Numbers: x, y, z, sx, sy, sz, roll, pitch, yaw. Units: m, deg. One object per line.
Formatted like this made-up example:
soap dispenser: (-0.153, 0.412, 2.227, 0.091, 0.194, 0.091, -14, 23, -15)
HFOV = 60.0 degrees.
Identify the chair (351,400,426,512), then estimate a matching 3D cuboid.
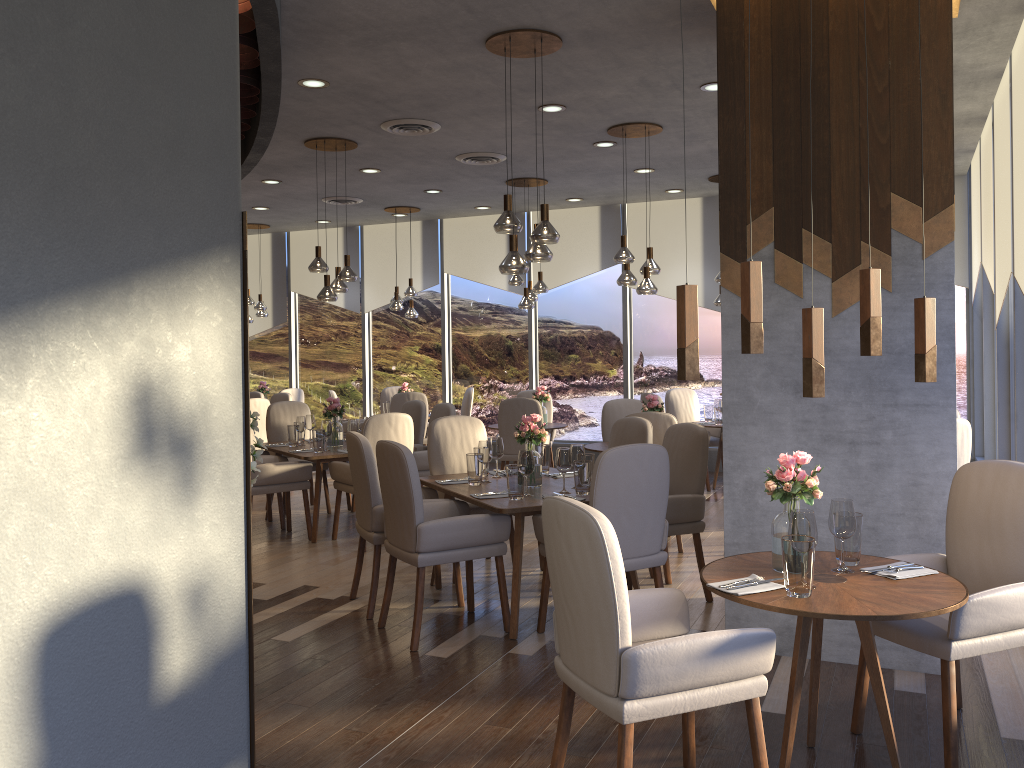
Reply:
chair: (-1.098, 0.657, 8.023, 0.600, 1.000, 0.528, -1, 1, -35)

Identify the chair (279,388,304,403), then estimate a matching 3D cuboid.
chair: (-3.069, 0.551, 11.713, 0.599, 1.000, 0.528, 0, 1, 38)

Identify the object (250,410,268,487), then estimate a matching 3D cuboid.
object: (-1.413, 0.508, 3.730, 0.788, 1.616, 0.747, 0, 1, 30)

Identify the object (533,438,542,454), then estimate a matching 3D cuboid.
object: (0.139, 0.443, 5.477, 0.092, 0.244, 0.092, -1, 0, 24)

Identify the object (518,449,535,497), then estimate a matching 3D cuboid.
object: (0.075, 0.473, 4.695, 0.092, 0.244, 0.092, -1, 0, 20)

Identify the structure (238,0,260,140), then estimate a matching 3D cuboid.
structure: (-3.878, -1.831, 7.001, 2.756, 0.556, 9.454, -2, 3, -36)

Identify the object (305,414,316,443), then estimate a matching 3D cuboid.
object: (-1.753, 0.389, 7.698, 0.092, 0.244, 0.092, 0, 1, 39)

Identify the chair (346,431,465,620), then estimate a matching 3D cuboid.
chair: (-0.632, 0.758, 5.076, 0.600, 1.000, 0.528, -1, 1, -23)

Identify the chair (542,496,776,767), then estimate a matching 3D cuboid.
chair: (0.421, 0.829, 2.723, 0.600, 1.000, 0.528, -1, 1, -23)

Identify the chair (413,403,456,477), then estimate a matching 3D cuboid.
chair: (-0.797, 0.670, 7.544, 0.600, 1.000, 0.528, -1, 1, -30)

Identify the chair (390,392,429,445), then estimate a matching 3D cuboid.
chair: (-1.207, 0.578, 10.248, 0.528, 1.000, 0.600, -1, 1, -13)

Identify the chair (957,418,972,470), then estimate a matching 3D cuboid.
chair: (2.542, 0.694, 5.601, 0.528, 1.000, 0.600, -1, 1, -19)

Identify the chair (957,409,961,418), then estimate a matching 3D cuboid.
chair: (2.904, 0.658, 6.435, 0.600, 1.000, 0.528, -1, 1, -23)

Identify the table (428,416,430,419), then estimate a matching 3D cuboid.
table: (-1.305, 0.725, 10.849, 0.834, 0.662, 0.834, 0, 1, 23)

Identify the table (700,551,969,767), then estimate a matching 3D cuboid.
table: (1.057, 0.979, 2.953, 0.834, 0.662, 0.834, 0, 1, 15)

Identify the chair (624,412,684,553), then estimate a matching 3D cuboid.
chair: (0.978, 0.683, 6.500, 0.528, 1.000, 0.600, -1, 1, 1)

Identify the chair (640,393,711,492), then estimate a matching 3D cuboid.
chair: (1.640, 0.582, 9.018, 0.600, 1.000, 0.528, -1, 1, -19)

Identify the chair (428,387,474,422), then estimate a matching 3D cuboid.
chair: (-0.764, 0.547, 10.926, 0.600, 1.000, 0.528, -1, 1, -10)

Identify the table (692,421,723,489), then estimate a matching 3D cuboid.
table: (2.267, 0.736, 9.146, 0.834, 0.662, 0.834, -1, 1, 10)

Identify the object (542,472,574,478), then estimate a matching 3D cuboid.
object: (0.304, 0.555, 5.448, 0.255, 0.019, 0.157, -2, 2, -24)

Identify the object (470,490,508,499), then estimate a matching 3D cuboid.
object: (-0.086, 0.586, 4.729, 0.255, 0.019, 0.157, -2, 2, -22)

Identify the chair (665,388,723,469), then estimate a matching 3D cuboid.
chair: (1.998, 0.552, 9.713, 0.528, 1.000, 0.600, -1, 1, -23)

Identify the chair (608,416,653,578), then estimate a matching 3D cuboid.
chair: (0.569, 0.720, 5.638, 0.600, 1.000, 0.528, -1, 1, -28)

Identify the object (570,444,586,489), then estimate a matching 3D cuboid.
object: (0.366, 0.459, 4.951, 0.092, 0.244, 0.092, -1, 0, 1)

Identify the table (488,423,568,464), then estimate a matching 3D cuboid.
table: (0.169, 0.763, 9.210, 0.834, 0.662, 0.834, -1, 1, -16)

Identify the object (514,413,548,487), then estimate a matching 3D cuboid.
object: (0.108, 0.377, 5.069, 0.210, 0.416, 0.198, -1, 1, 1)

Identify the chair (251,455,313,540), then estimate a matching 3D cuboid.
chair: (-1.908, 0.712, 6.838, 0.600, 1.000, 0.528, -1, 1, -37)

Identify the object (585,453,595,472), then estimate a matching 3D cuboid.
object: (0.420, 0.488, 5.047, 0.102, 0.178, 0.102, -1, 1, -18)

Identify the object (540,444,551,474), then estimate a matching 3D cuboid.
object: (0.193, 0.472, 5.573, 0.102, 0.178, 0.102, -1, 1, -18)

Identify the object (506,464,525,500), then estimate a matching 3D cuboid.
object: (0.020, 0.510, 4.601, 0.102, 0.178, 0.102, -1, 1, 4)

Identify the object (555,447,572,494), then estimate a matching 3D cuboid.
object: (0.280, 0.467, 4.776, 0.092, 0.244, 0.092, 0, 1, 44)

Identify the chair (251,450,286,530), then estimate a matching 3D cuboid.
chair: (-2.229, 0.699, 7.309, 0.600, 1.000, 0.528, -1, 1, -30)

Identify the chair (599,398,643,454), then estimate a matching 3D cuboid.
chair: (1.013, 0.641, 7.660, 0.528, 1.000, 0.600, -1, 1, 0)

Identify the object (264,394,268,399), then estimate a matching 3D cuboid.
object: (-3.359, 0.258, 12.031, 0.092, 0.244, 0.092, -1, 0, 15)

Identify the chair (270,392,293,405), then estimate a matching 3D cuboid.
chair: (-2.823, 0.608, 10.061, 0.528, 1.000, 0.600, 0, 1, 43)

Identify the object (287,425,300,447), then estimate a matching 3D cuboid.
object: (-1.825, 0.434, 7.400, 0.102, 0.178, 0.102, -1, 1, -16)

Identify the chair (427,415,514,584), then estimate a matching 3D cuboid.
chair: (-0.276, 0.725, 5.846, 0.528, 1.000, 0.600, -1, 1, -23)

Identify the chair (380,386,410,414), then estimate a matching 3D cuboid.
chair: (-1.450, 0.540, 11.383, 0.528, 1.000, 0.600, -1, 1, -14)

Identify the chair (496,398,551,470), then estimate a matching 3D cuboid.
chair: (0.108, 0.618, 8.637, 0.528, 1.000, 0.600, -1, 1, 5)

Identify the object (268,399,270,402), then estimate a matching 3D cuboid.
object: (-3.249, 0.289, 12.024, 0.102, 0.178, 0.102, 0, 1, 37)

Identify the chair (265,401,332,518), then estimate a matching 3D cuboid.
chair: (-1.972, 0.666, 8.117, 0.528, 1.000, 0.600, -1, 1, -30)

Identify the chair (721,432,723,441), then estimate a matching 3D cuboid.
chair: (2.415, 0.585, 8.630, 0.528, 1.000, 0.600, -1, 1, -22)

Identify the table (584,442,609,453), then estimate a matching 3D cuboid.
table: (0.995, 0.829, 7.097, 0.834, 0.662, 0.834, -1, 1, -2)

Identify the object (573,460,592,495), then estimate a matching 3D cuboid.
object: (0.378, 0.500, 4.727, 0.102, 0.178, 0.102, -1, 1, -30)

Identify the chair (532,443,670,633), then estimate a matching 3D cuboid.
chair: (0.455, 0.769, 4.362, 0.528, 1.000, 0.600, -1, 1, -28)

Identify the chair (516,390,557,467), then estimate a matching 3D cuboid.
chair: (0.232, 0.574, 9.792, 0.528, 1.000, 0.600, -1, 1, 4)

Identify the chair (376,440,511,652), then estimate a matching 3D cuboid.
chair: (-0.373, 0.773, 4.569, 0.600, 1.000, 0.528, -1, 1, -30)

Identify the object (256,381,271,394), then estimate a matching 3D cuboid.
object: (-3.417, 0.168, 12.180, 0.198, 0.416, 0.210, -1, 1, -44)

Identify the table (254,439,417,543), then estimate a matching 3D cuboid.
table: (-1.498, 0.850, 7.425, 0.965, 0.665, 1.307, -2, 2, -33)

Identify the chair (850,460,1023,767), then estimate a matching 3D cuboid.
chair: (1.611, 0.794, 3.209, 0.600, 1.000, 0.528, -1, 1, -24)

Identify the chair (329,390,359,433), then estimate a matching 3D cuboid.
chair: (-1.912, 0.570, 10.752, 0.600, 1.000, 0.528, -1, 1, -10)

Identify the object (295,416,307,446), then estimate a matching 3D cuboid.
object: (-1.786, 0.397, 7.501, 0.092, 0.244, 0.092, -1, 0, 16)

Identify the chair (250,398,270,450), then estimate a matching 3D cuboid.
chair: (-2.828, 0.639, 9.200, 0.599, 1.000, 0.528, 0, 1, 38)

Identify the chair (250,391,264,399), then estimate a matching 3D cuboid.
chair: (-3.249, 0.600, 10.432, 0.528, 1.000, 0.600, 0, 1, 38)

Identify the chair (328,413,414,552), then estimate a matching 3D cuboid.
chair: (-1.046, 0.704, 6.728, 0.528, 1.000, 0.600, -1, 1, -35)

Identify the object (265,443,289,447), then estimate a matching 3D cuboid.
object: (-1.950, 0.512, 7.508, 0.255, 0.019, 0.157, -2, 2, -32)

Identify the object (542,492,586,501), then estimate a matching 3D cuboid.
object: (0.258, 0.586, 4.612, 0.157, 0.019, 0.255, -2, 2, -26)

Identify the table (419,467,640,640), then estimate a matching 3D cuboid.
table: (0.103, 0.912, 5.096, 0.965, 0.665, 1.307, -2, 2, -25)

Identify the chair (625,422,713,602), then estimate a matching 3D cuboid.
chair: (0.807, 0.736, 5.125, 0.600, 1.000, 0.528, -1, 1, -23)
